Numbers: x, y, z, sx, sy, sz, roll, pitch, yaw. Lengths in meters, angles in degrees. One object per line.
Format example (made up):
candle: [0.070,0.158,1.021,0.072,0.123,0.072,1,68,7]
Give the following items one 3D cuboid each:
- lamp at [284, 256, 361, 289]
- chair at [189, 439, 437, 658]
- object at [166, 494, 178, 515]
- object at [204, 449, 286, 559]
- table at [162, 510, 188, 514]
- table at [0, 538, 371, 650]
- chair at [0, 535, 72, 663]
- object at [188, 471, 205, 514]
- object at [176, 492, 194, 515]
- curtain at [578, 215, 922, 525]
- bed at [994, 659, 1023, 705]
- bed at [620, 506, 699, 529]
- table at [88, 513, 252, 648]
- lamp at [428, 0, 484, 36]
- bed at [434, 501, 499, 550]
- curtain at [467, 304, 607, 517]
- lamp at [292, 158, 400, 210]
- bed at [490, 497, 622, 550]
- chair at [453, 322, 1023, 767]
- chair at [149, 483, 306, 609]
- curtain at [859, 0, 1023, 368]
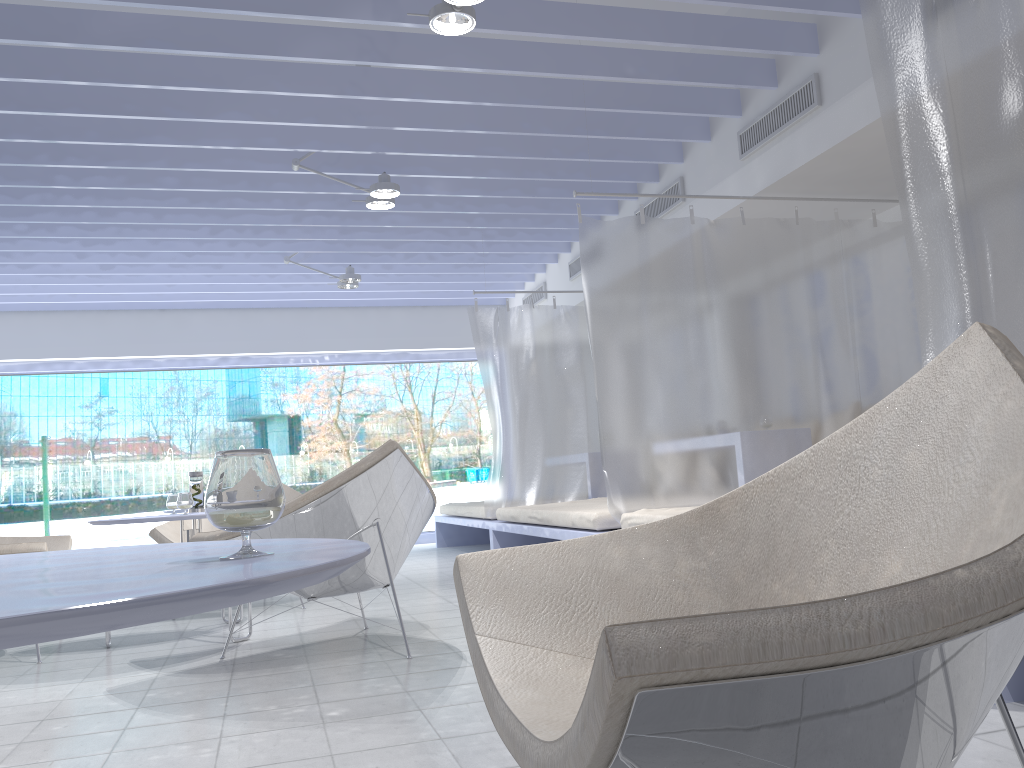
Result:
lamp: [-1.516,-0.904,7.083,0.587,0.218,0.380,-2,-6,-16]
chair: [-0.638,0.613,3.350,0.753,0.759,0.906,-10,-9,44]
object: [-1.589,0.566,4.166,0.068,0.091,0.068,-5,-6,6]
object: [-0.231,0.103,0.769,0.068,0.091,0.068,-1,-7,-26]
table: [-2.118,1.173,6.517,0.825,0.534,0.823,-8,-7,31]
table: [-0.516,0.431,0.704,0.825,0.534,0.823,1,-8,-39]
chair: [-2.307,0.768,3.713,0.753,0.759,0.906,-2,-7,-20]
object: [-1.415,0.484,3.976,0.075,0.189,0.075,-1,-7,-24]
object: [-1.347,0.493,3.654,0.068,0.091,0.068,-5,-6,12]
curtain: [1.332,-0.103,4.558,1.998,1.559,0.125,-2,-6,-17]
bed: [2.284,0.357,1.306,2.016,0.427,2.200,-2,-6,-16]
bed: [1.710,0.629,3.422,2.022,0.422,2.200,-2,-6,-16]
table: [-1.409,0.841,3.908,0.825,0.534,0.823,-1,-7,-25]
lamp: [-0.395,-1.417,3.069,0.587,0.218,0.380,-2,-6,-16]
bed: [0.531,1.169,7.644,2.022,0.422,2.200,-2,-6,-16]
curtain: [0.700,0.149,6.670,2.050,1.552,0.151,-2,-6,-16]
lamp: [-0.952,-1.161,5.066,0.587,0.218,0.380,-2,-6,-16]
bed: [1.105,0.897,5.527,2.016,0.427,2.200,-2,-6,-16]
chair: [0.358,0.304,1.133,0.753,0.759,0.906,-3,-6,-12]
chair: [-1.457,0.841,4.925,0.906,0.759,0.753,-3,-6,-6]
curtain: [1.879,-0.391,2.447,2.050,1.552,0.151,-2,-6,-16]
